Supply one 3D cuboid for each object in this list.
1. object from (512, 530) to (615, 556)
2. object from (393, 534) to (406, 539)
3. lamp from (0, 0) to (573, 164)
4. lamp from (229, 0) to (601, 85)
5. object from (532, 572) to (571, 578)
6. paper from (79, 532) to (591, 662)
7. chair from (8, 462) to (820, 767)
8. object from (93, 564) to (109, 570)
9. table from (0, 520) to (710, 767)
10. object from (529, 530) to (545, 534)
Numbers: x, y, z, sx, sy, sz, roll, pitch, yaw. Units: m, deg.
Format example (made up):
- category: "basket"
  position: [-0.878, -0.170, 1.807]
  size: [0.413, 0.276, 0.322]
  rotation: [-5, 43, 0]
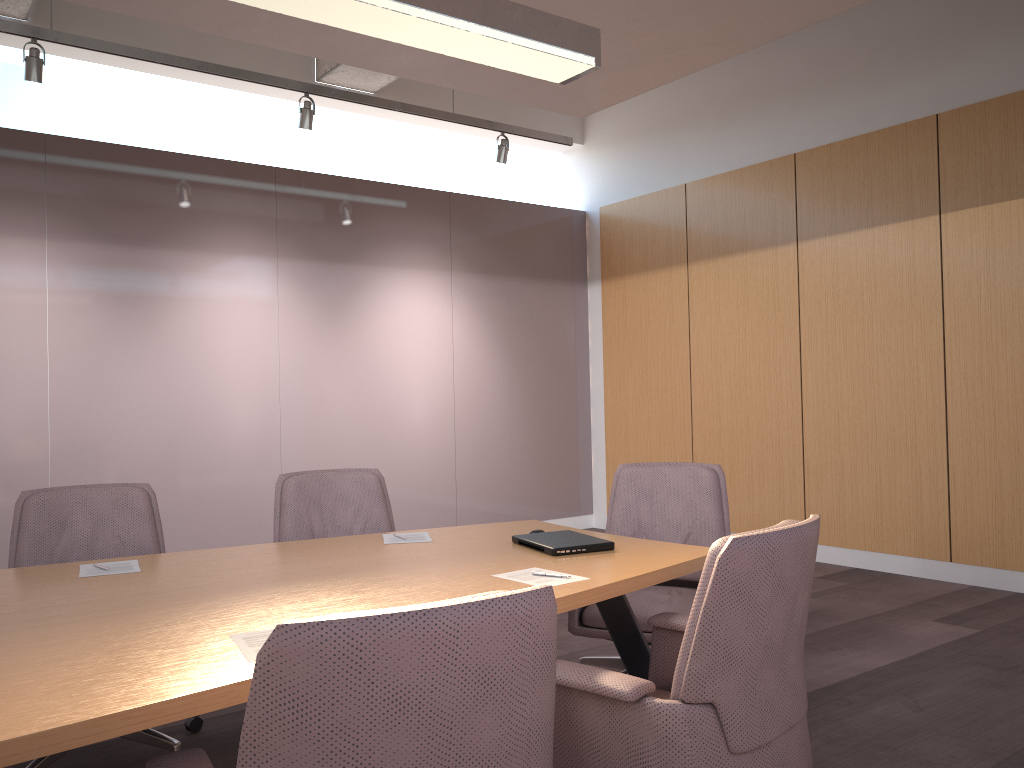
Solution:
- category: "object"
  position: [0.165, 0.530, 2.973]
  size: [0.231, 0.026, 0.325]
  rotation: [-1, -1, -24]
- category: "object"
  position: [-0.413, 0.556, 3.242]
  size: [0.009, 0.009, 0.125]
  rotation: [-1, -1, -29]
- category: "lamp"
  position: [-2.630, -2.277, 1.027]
  size: [12.467, 1.321, 5.699]
  rotation: [-1, -1, -37]
- category: "lamp"
  position: [-2.564, -2.006, 1.117]
  size: [6.974, 1.864, 0.200]
  rotation: [-1, -1, -37]
- category: "object"
  position: [0.110, 0.530, 2.463]
  size: [0.125, 0.009, 0.009]
  rotation: [-2, -1, 32]
- category: "paper"
  position: [-2.746, 0.574, 0.917]
  size: [6.800, 0.001, 1.713]
  rotation: [-1, -1, -36]
- category: "chair"
  position: [-2.900, 0.849, 0.795]
  size: [9.673, 0.948, 3.001]
  rotation: [-1, -1, -36]
- category: "object"
  position: [-1.280, 0.567, 2.757]
  size: [0.009, 0.009, 0.125]
  rotation: [0, -1, -44]
- category: "table"
  position: [-2.807, 0.950, 0.850]
  size: [8.000, 0.748, 1.885]
  rotation: [-1, -1, -37]
- category: "object"
  position: [0.089, 0.540, 3.222]
  size: [0.070, 0.019, 0.039]
  rotation: [0, -1, -43]
